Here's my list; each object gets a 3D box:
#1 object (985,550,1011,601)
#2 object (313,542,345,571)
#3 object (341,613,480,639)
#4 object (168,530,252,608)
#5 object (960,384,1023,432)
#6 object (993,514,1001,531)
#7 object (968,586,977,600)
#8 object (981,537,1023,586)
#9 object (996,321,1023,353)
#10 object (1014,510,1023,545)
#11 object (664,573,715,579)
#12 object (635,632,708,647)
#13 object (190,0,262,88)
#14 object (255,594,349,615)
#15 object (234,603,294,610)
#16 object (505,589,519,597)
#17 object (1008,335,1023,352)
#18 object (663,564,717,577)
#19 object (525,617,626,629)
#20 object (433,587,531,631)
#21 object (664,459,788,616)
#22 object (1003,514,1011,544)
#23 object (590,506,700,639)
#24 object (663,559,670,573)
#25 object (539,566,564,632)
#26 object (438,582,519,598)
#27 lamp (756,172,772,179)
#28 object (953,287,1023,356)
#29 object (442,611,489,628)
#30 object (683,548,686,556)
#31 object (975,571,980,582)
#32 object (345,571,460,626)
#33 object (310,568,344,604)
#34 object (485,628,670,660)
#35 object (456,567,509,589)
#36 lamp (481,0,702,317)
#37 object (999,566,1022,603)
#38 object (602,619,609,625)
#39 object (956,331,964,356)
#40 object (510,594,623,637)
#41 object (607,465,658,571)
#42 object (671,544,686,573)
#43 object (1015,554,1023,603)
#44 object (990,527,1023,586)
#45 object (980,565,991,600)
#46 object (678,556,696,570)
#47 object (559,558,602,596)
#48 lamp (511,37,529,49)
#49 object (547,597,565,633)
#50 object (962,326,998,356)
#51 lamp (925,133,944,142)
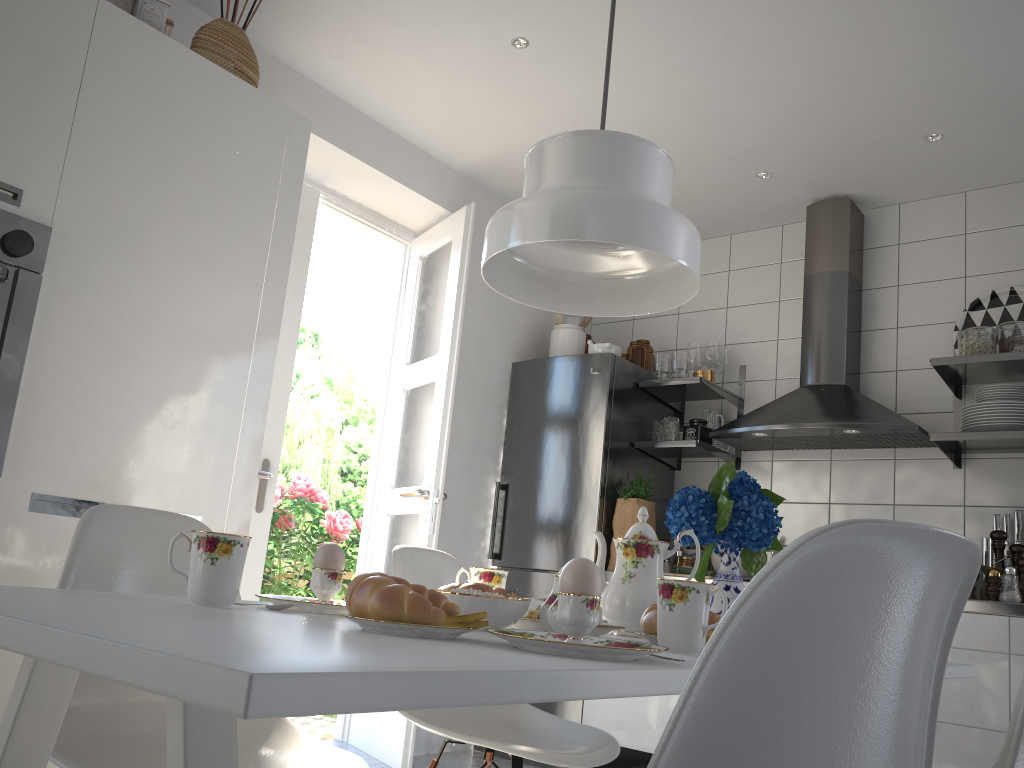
[{"bbox_3d":[1.711,0.680,3.120,0.080,0.191,0.058,0,-13,28],"label":"object"},{"bbox_3d":[-0.277,0.271,1.342,0.048,0.062,0.048,-5,-16,43],"label":"object"},{"bbox_3d":[-0.115,0.275,1.001,0.158,0.015,0.159,4,-13,9],"label":"object"},{"bbox_3d":[-0.395,0.245,1.170,0.091,0.095,0.079,0,-13,26],"label":"object"},{"bbox_3d":[1.834,0.117,3.292,0.306,0.193,0.303,-6,-17,43],"label":"object"},{"bbox_3d":[1.857,0.555,3.394,0.028,0.113,0.019,-2,-13,34],"label":"object"},{"bbox_3d":[1.719,0.795,3.341,0.066,0.067,0.053,6,-12,0],"label":"object"},{"bbox_3d":[1.913,0.710,3.303,0.322,0.259,0.067,-4,-15,39],"label":"object"},{"bbox_3d":[1.902,-0.143,3.352,0.122,0.170,0.122,13,-13,-30],"label":"object"},{"bbox_3d":[1.915,0.541,3.348,0.033,0.131,0.022,-5,-15,43],"label":"object"},{"bbox_3d":[0.727,0.804,3.690,0.330,0.012,0.221,-5,-17,39],"label":"object"},{"bbox_3d":[0.265,0.391,1.338,0.159,0.015,0.158,16,-17,-39],"label":"object"},{"bbox_3d":[-0.836,-1.075,2.652,0.091,0.449,0.231,-3,-14,39],"label":"object"},{"bbox_3d":[-0.284,0.333,1.330,0.201,0.015,0.202,7,-13,-5],"label":"object"},{"bbox_3d":[-0.356,0.309,1.245,0.140,0.011,0.032,-4,-16,35],"label":"object"},{"bbox_3d":[-0.012,0.297,1.226,0.031,0.031,0.139,7,-13,-5],"label":"object"},{"bbox_3d":[1.875,-0.129,3.223,0.121,0.079,0.122,0,-14,25],"label":"object"},{"bbox_3d":[0.724,0.781,3.696,0.142,0.053,0.277,14,-15,-34],"label":"object"},{"bbox_3d":[0.080,0.356,1.327,0.180,0.001,0.022,3,-13,13],"label":"object"},{"bbox_3d":[-0.054,0.320,1.264,0.158,0.058,0.159,-1,-15,29],"label":"object"},{"bbox_3d":[0.447,0.346,1.861,0.266,0.374,0.237,-4,-15,41],"label":"object"},{"bbox_3d":[1.884,0.553,3.372,0.028,0.113,0.019,-2,-13,34],"label":"object"},{"bbox_3d":[0.232,0.333,1.576,0.141,0.229,0.150,13,-13,-31],"label":"object"},{"bbox_3d":[0.693,0.833,3.998,0.046,0.084,0.047,2,-12,17],"label":"object"},{"bbox_3d":[0.073,0.308,1.255,0.069,0.101,0.066,-4,-15,39],"label":"object"},{"bbox_3d":[-0.059,0.373,1.532,0.161,0.057,0.125,5,-13,4],"label":"object"},{"bbox_3d":[1.087,-0.910,3.822,0.064,0.030,0.064,-2,-15,31],"label":"lamp"},{"bbox_3d":[1.981,-0.204,3.545,0.395,0.390,0.053,-4,-15,39],"label":"object"},{"bbox_3d":[-0.081,0.267,0.993,0.109,0.036,0.071,6,-13,-2],"label":"object"},{"bbox_3d":[0.768,0.814,4.078,0.059,0.171,0.059,6,-11,-1],"label":"object"},{"bbox_3d":[1.611,0.650,3.244,0.190,0.158,0.199,6,-12,1],"label":"object"},{"bbox_3d":[-0.127,0.247,1.015,0.124,0.057,0.162,5,-13,4],"label":"object"},{"bbox_3d":[-0.281,0.308,1.335,0.048,0.057,0.048,8,-12,-9],"label":"object"},{"bbox_3d":[0.070,0.285,0.965,0.202,0.015,0.201,15,-16,-34],"label":"object"},{"bbox_3d":[-0.053,0.404,1.711,0.078,0.095,0.091,-3,-15,37],"label":"object"},{"bbox_3d":[0.198,-0.815,1.647,0.374,1.313,0.375,10,-12,-18],"label":"lamp"},{"bbox_3d":[1.715,0.693,3.051,0.069,0.134,0.069,2,-12,19],"label":"object"},{"bbox_3d":[0.138,0.495,1.845,0.201,0.015,0.202,-7,-18,43],"label":"object"},{"bbox_3d":[1.815,-0.121,3.486,0.122,0.170,0.122,13,-13,-30],"label":"object"},{"bbox_3d":[0.072,0.351,1.402,0.187,0.083,0.141,-4,-16,39],"label":"object"},{"bbox_3d":[0.546,0.593,3.911,0.173,0.505,0.285,0,-13,27],"label":"object"},{"bbox_3d":[0.754,0.798,4.015,0.059,0.171,0.059,6,-11,-1],"label":"object"},{"bbox_3d":[1.786,0.683,3.085,0.058,0.183,0.059,10,-12,-21],"label":"object"},{"bbox_3d":[1.781,0.654,3.179,0.124,0.280,0.061,-5,-15,44],"label":"object"},{"bbox_3d":[1.794,0.746,3.266,0.116,0.143,0.128,8,-12,-11],"label":"object"},{"bbox_3d":[0.777,0.821,3.944,0.078,0.101,0.078,5,-12,6],"label":"object"},{"bbox_3d":[0.075,0.223,0.978,0.048,0.062,0.048,-5,-16,43],"label":"object"},{"bbox_3d":[0.028,-1.191,3.068,0.064,0.030,0.064,-2,-15,31],"label":"lamp"},{"bbox_3d":[0.082,0.294,1.189,0.069,0.101,0.066,-4,-15,39],"label":"object"},{"bbox_3d":[1.760,-0.141,3.333,0.121,0.129,0.122,0,-13,25],"label":"object"},{"bbox_3d":[1.618,-0.954,3.394,0.064,0.030,0.064,-2,-15,31],"label":"lamp"}]
